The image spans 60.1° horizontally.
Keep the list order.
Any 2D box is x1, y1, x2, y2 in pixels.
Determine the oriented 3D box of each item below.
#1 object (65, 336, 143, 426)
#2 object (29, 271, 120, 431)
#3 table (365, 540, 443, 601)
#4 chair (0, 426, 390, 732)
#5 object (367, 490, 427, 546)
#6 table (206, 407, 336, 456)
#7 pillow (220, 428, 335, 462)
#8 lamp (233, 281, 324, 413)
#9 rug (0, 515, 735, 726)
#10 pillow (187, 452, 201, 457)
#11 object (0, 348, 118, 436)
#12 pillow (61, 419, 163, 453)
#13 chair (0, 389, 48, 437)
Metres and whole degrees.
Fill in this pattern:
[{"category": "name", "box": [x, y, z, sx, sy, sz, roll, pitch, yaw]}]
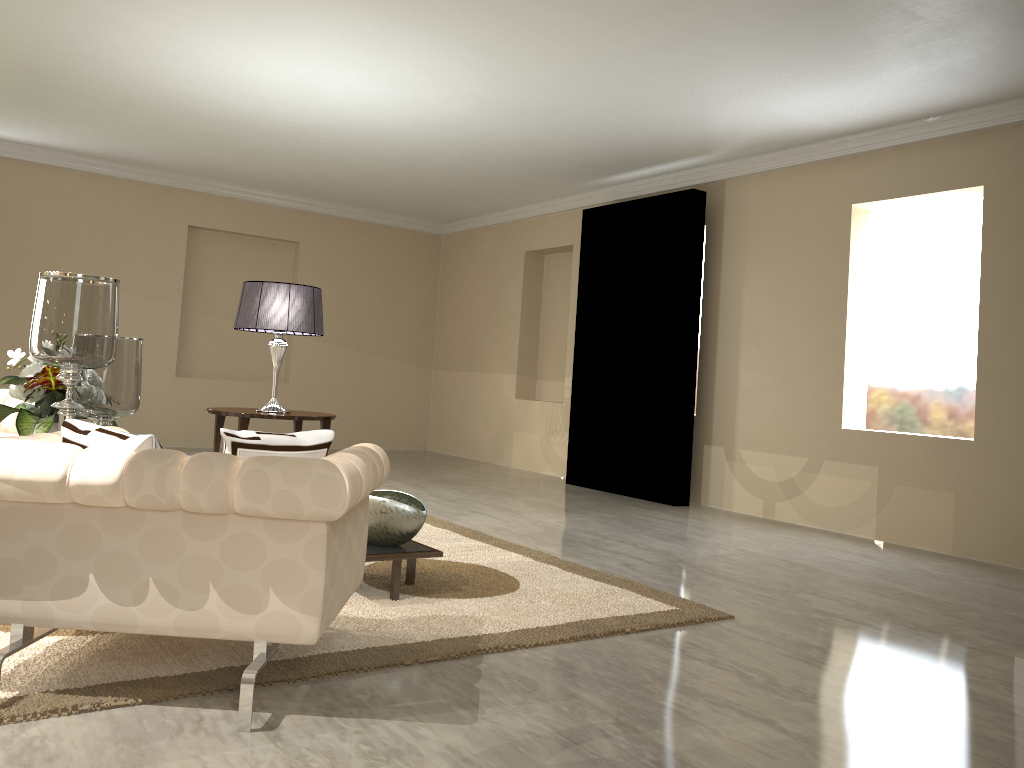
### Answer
[{"category": "object", "box": [-1.420, 0.086, 3.071, 0.236, 0.506, 0.236, 6, -3, -37]}, {"category": "object", "box": [-1.406, -0.003, 2.820, 0.250, 0.685, 0.250, 5, -3, -30]}, {"category": "table", "box": [-0.483, 0.625, 3.045, 0.335, 0.156, 0.385, 4, -1, -35]}, {"category": "chair", "box": [-0.776, 0.415, 2.173, 0.849, 0.554, 0.709, 4, -1, 0]}, {"category": "object", "box": [-0.465, 0.463, 3.057, 0.376, 0.178, 0.195, 3, -1, 30]}, {"category": "table", "box": [-1.304, 0.398, 4.751, 0.672, 0.499, 0.674, 5, -1, -38]}, {"category": "pillow", "box": [-0.588, 0.228, 2.097, 0.282, 0.252, 0.185, 5, -2, -42]}, {"category": "lamp", "box": [-1.265, -0.192, 4.783, 0.475, 0.683, 0.473, 3, -2, 30]}, {"category": "rug", "box": [-1.190, 0.660, 3.453, 2.665, 0.022, 2.972, 4, 0, -35]}, {"category": "pillow", "box": [-0.772, 0.255, 2.162, 0.251, 0.187, 0.128, 4, -2, 2]}, {"category": "object", "box": [-1.741, 0.035, 3.435, 0.509, 0.476, 0.547, 5, -2, -34]}, {"category": "pillow", "box": [-0.914, 0.226, 2.071, 0.300, 0.270, 0.197, 3, -2, 25]}, {"category": "chair", "box": [-2.676, 0.288, 4.044, 0.734, 0.552, 0.847, 3, -1, 15]}]
